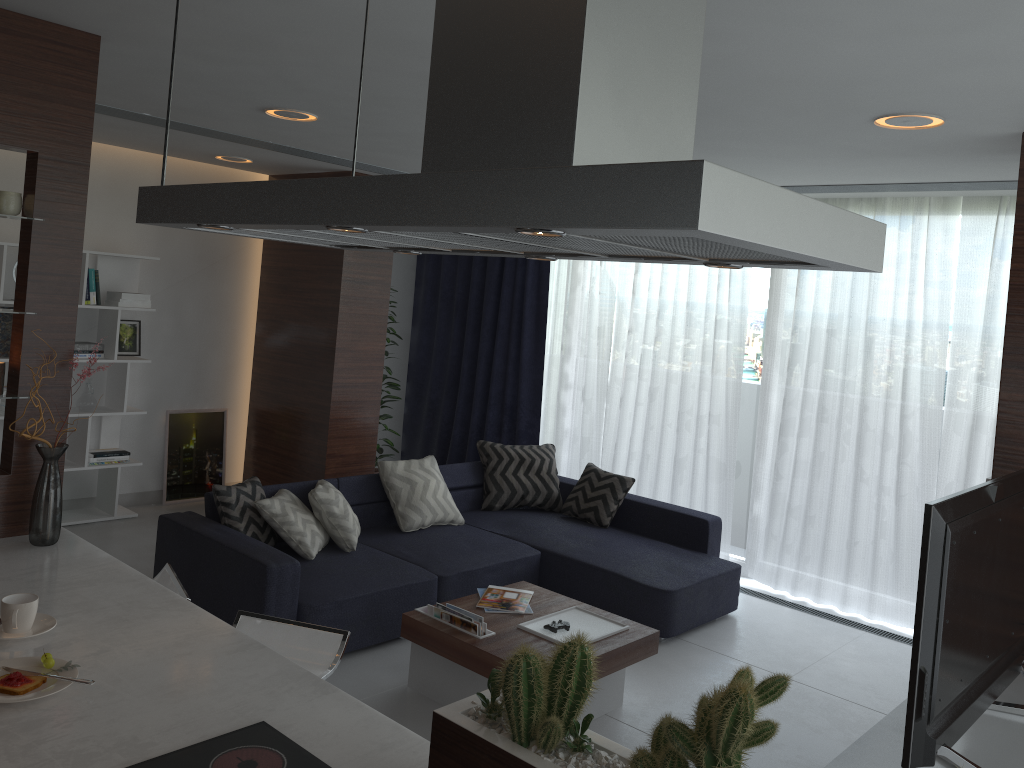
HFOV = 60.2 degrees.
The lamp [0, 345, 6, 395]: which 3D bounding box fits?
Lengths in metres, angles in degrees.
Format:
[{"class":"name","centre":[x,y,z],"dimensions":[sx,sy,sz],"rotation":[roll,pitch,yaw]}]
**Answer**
[{"class":"lamp","centre":[-1.812,-0.069,3.010],"dimensions":[0.153,0.210,0.078],"rotation":[4,2,-36]}]

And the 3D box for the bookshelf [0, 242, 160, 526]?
[{"class":"bookshelf","centre":[-3.019,0.014,5.817],"dimensions":[0.301,1.817,1.147],"rotation":[5,1,42]}]

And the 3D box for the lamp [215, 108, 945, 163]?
[{"class":"lamp","centre":[-1.948,-1.114,1.622],"dimensions":[5.366,0.084,9.584],"rotation":[8,6,28]}]

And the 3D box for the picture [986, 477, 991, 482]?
[{"class":"picture","centre":[1.964,0.709,3.617],"dimensions":[0.053,0.699,0.499],"rotation":[5,2,42]}]

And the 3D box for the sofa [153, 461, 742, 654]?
[{"class":"sofa","centre":[-0.158,0.955,4.922],"dimensions":[1.909,0.607,2.868],"rotation":[9,7,41]}]

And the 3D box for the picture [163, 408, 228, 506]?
[{"class":"picture","centre":[-2.409,0.545,6.739],"dimensions":[0.084,0.698,0.499],"rotation":[5,2,42]}]

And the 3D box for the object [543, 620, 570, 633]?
[{"class":"object","centre":[0.196,1.033,3.782],"dimensions":[0.112,0.036,0.071],"rotation":[2,5,-35]}]

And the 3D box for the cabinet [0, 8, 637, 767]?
[{"class":"cabinet","centre":[-0.697,0.215,1.894],"dimensions":[3.352,2.547,0.783],"rotation":[8,3,42]}]

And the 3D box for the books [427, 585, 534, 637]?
[{"class":"books","centre":[-1.464,1.301,0.423],"dimensions":[0.406,0.371,8.244],"rotation":[6,5,20]}]

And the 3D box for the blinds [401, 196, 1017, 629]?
[{"class":"blinds","centre":[-0.165,-0.041,3.963],"dimensions":[5.787,2.767,7.177],"rotation":[1,6,-45]}]

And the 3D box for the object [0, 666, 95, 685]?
[{"class":"object","centre":[-1.070,0.669,2.026],"dimensions":[0.249,0.008,0.026],"rotation":[6,5,11]}]

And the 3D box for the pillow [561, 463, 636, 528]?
[{"class":"pillow","centre":[0.565,0.739,5.878],"dimensions":[0.285,0.344,0.417],"rotation":[3,4,-43]}]

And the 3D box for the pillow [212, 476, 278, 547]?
[{"class":"pillow","centre":[-1.363,0.687,4.556],"dimensions":[0.222,0.385,0.416],"rotation":[5,3,12]}]

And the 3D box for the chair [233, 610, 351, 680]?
[{"class":"chair","centre":[-0.734,1.083,2.453],"dimensions":[0.397,0.708,0.464],"rotation":[5,2,14]}]

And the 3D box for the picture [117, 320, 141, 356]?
[{"class":"picture","centre":[-2.736,-0.328,6.293],"dimensions":[0.059,0.255,0.181],"rotation":[5,2,42]}]

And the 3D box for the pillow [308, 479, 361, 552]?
[{"class":"pillow","centre":[-0.974,0.718,4.886],"dimensions":[0.280,0.350,0.420],"rotation":[5,3,-5]}]

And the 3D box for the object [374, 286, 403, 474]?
[{"class":"object","centre":[-1.112,0.034,7.269],"dimensions":[0.504,1.843,0.483],"rotation":[5,1,10]}]

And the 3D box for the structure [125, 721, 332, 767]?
[{"class":"structure","centre":[-0.430,0.802,1.494],"dimensions":[0.768,0.057,0.503],"rotation":[10,7,41]}]

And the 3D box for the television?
[{"class":"television","centre":[1.485,0.704,2.773],"dimensions":[0.299,0.785,1.228],"rotation":[6,3,42]}]

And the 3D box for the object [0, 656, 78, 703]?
[{"class":"object","centre":[-1.117,0.677,2.005],"dimensions":[0.239,0.019,0.239],"rotation":[6,5,14]}]

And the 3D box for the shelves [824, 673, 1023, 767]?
[{"class":"shelves","centre":[1.888,1.365,2.981],"dimensions":[0.877,0.498,2.345],"rotation":[9,6,41]}]

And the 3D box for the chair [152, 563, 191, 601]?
[{"class":"chair","centre":[-1.327,0.997,2.814],"dimensions":[0.462,0.708,0.398],"rotation":[4,2,-31]}]

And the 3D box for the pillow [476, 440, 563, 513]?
[{"class":"pillow","centre":[0.053,0.681,6.128],"dimensions":[0.596,0.517,0.357],"rotation":[4,2,-18]}]

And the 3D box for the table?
[{"class":"table","centre":[0.072,1.202,3.857],"dimensions":[0.810,0.352,0.799],"rotation":[9,6,41]}]

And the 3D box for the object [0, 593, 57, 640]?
[{"class":"object","centre":[-1.282,0.601,2.296],"dimensions":[0.182,0.086,0.182],"rotation":[6,5,18]}]

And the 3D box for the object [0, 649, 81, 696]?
[{"class":"object","centre":[-1.188,0.642,1.172],"dimensions":[0.140,0.221,1.884],"rotation":[5,5,6]}]

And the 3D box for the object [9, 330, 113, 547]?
[{"class":"object","centre":[-1.528,0.187,3.007],"dimensions":[0.198,0.733,0.387],"rotation":[5,1,23]}]

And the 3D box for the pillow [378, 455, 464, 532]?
[{"class":"pillow","centre":[-0.564,0.673,5.436],"dimensions":[0.344,0.387,0.494],"rotation":[7,4,42]}]

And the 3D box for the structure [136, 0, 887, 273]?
[{"class":"structure","centre":[-0.048,-0.574,1.262],"dimensions":[1.049,0.758,0.445],"rotation":[8,3,42]}]

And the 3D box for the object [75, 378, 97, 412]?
[{"class":"object","centre":[-2.859,0.072,5.945],"dimensions":[0.132,0.219,0.133],"rotation":[4,2,-43]}]

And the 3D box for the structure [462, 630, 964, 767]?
[{"class":"structure","centre":[0.311,0.545,1.350],"dimensions":[1.006,0.285,0.222],"rotation":[10,5,44]}]

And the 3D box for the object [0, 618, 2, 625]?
[{"class":"object","centre":[-1.325,0.630,2.253],"dimensions":[0.036,0.012,0.166],"rotation":[3,6,-23]}]

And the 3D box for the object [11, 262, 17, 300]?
[{"class":"object","centre":[-3.061,-0.637,5.641],"dimensions":[0.234,0.383,0.221],"rotation":[4,2,-29]}]

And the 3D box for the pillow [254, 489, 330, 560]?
[{"class":"pillow","centre":[-1.143,0.733,4.656],"dimensions":[0.330,0.294,0.417],"rotation":[5,4,4]}]

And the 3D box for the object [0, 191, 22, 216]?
[{"class":"object","centre":[-1.786,-0.624,3.022],"dimensions":[0.088,0.086,0.218],"rotation":[6,5,24]}]
